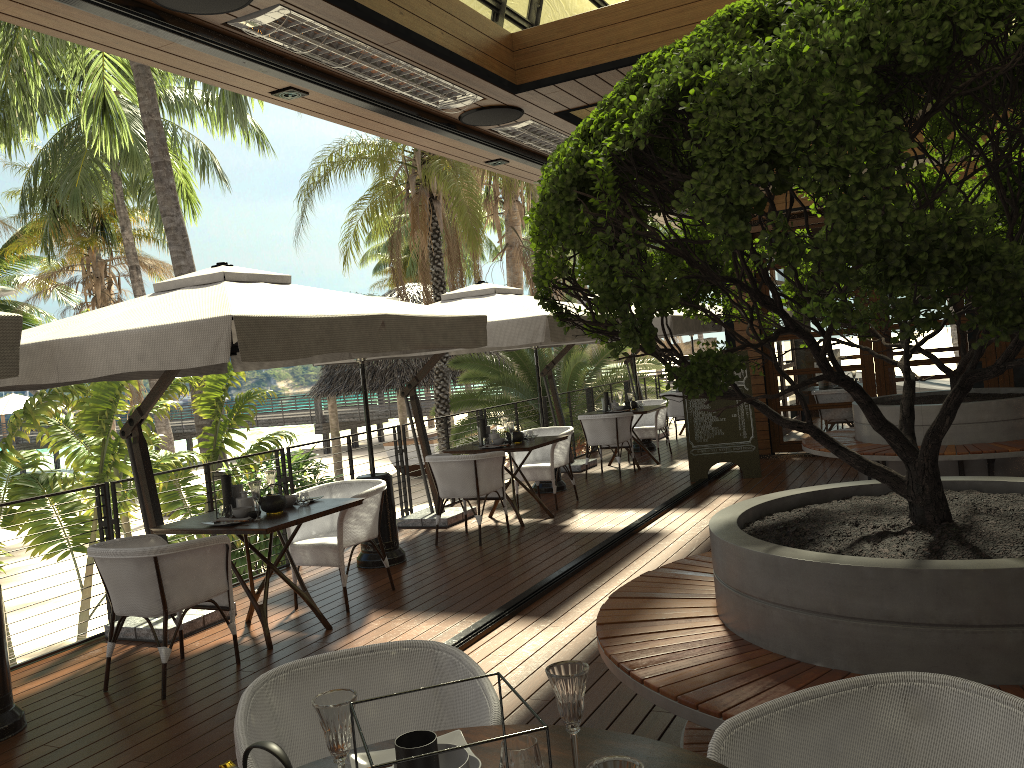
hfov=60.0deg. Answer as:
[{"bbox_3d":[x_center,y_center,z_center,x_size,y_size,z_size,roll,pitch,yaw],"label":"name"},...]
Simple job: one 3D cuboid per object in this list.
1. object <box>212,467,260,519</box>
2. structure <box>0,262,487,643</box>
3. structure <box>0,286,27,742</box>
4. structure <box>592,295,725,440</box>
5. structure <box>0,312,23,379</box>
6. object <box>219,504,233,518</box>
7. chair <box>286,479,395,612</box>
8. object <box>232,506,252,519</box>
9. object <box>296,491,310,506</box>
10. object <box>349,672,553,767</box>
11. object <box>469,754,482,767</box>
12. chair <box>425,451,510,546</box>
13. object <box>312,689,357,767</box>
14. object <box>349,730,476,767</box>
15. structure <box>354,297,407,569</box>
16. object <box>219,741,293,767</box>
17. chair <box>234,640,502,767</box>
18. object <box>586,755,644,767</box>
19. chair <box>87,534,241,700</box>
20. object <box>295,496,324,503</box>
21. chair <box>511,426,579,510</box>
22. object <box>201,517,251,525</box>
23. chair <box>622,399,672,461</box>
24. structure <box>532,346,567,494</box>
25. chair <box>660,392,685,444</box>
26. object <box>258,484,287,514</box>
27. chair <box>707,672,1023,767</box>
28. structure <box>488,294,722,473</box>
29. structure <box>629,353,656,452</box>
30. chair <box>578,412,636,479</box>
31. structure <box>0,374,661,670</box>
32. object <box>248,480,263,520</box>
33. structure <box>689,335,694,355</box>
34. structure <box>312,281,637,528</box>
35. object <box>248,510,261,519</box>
[{"bbox_3d":[-1.751,0.689,5.630,0.263,0.264,0.263,-6,1,-18],"label":"object"},{"bbox_3d":[-1.696,0.403,5.552,2.412,2.332,2.416,-5,1,27],"label":"structure"},{"bbox_3d":[-2.670,0.599,4.257,0.699,2.192,0.700,-5,1,15],"label":"structure"},{"bbox_3d":[2.851,-0.301,14.590,2.412,2.332,2.416,-5,1,27],"label":"structure"},{"bbox_3d":[-3.211,0.637,2.539,2.412,2.332,2.416,-5,1,27],"label":"structure"},{"bbox_3d":[-1.744,0.783,5.410,0.086,0.086,0.086,-5,1,32],"label":"object"},{"bbox_3d":[-1.181,1.107,6.195,0.627,0.788,0.617,-5,1,28],"label":"chair"},{"bbox_3d":[-1.636,0.784,5.379,0.116,0.065,0.116,-5,2,25],"label":"object"},{"bbox_3d":[-1.336,0.736,5.671,0.086,0.086,0.086,-5,1,32],"label":"object"},{"bbox_3d":[-0.096,0.651,1.399,0.263,0.264,0.263,-6,1,-17],"label":"object"},{"bbox_3d":[-0.111,0.744,1.648,0.116,0.065,0.116,-5,1,9],"label":"object"},{"bbox_3d":[-0.393,0.983,7.816,0.627,0.788,0.617,-5,1,28],"label":"chair"},{"bbox_3d":[-0.311,0.680,1.609,0.082,0.227,0.082,-6,1,-28],"label":"object"},{"bbox_3d":[-0.225,0.771,1.790,0.295,0.025,0.170,-6,2,-17],"label":"object"},{"bbox_3d":[-1.171,0.367,7.236,0.699,2.192,0.700,-5,1,15],"label":"structure"},{"bbox_3d":[-0.437,0.720,1.569,0.163,0.179,0.168,-6,1,-14],"label":"object"},{"bbox_3d":[-0.337,1.139,2.230,0.628,0.788,0.616,-6,1,-17],"label":"chair"},{"bbox_3d":[0.154,0.646,1.231,0.082,0.227,0.082,-6,1,-28],"label":"object"},{"bbox_3d":[-1.900,1.216,4.820,0.627,0.788,0.617,-5,1,28],"label":"chair"},{"bbox_3d":[-1.411,0.769,5.868,0.294,0.025,0.170,-5,2,27],"label":"object"},{"bbox_3d":[0.352,0.869,9.243,0.627,0.788,0.617,-5,1,28],"label":"chair"},{"bbox_3d":[-1.662,0.812,5.218,0.294,0.025,0.170,-5,2,27],"label":"object"},{"bbox_3d":[1.892,0.631,12.303,0.627,0.788,0.617,-5,1,28],"label":"chair"},{"bbox_3d":[0.323,0.136,10.207,0.699,2.192,0.700,-5,1,15],"label":"structure"},{"bbox_3d":[2.679,0.508,13.922,0.627,0.788,0.617,-5,1,28],"label":"chair"},{"bbox_3d":[-1.480,0.708,5.493,0.163,0.179,0.168,-5,1,29],"label":"object"},{"bbox_3d":[0.774,1.047,1.676,0.617,0.788,0.627,-6,1,-17],"label":"chair"},{"bbox_3d":[1.335,-0.066,11.577,2.412,2.332,2.416,-5,1,27],"label":"structure"},{"bbox_3d":[1.849,-0.100,13.239,0.699,2.192,0.700,-5,1,15],"label":"structure"},{"bbox_3d":[1.173,0.741,10.928,0.627,0.788,0.617,-5,1,28],"label":"chair"},{"bbox_3d":[-3.046,1.296,5.187,0.163,1.153,26.293,-5,2,27],"label":"structure"},{"bbox_3d":[-1.516,0.692,5.264,0.082,0.227,0.082,-5,1,28],"label":"object"},{"bbox_3d":[3.333,-0.330,16.189,0.699,2.192,0.700,-5,1,15],"label":"structure"},{"bbox_3d":[-0.180,0.168,8.564,2.412,2.332,2.416,-5,1,27],"label":"structure"},{"bbox_3d":[-1.547,0.789,5.336,0.080,0.042,0.080,-6,1,-12],"label":"object"}]
